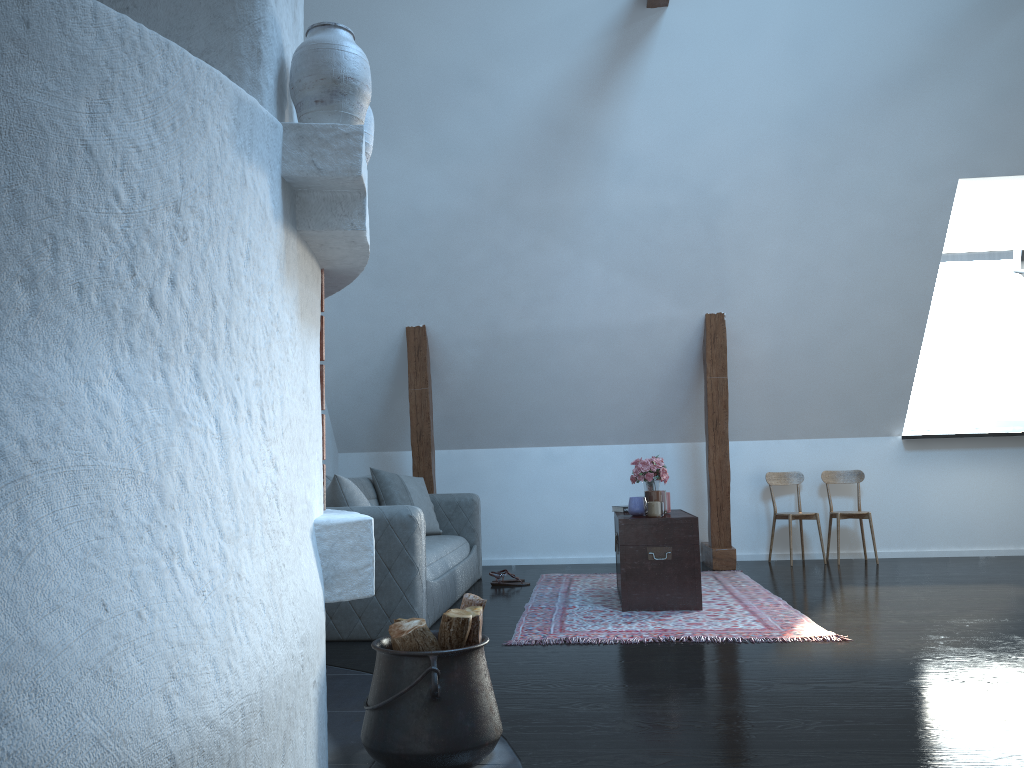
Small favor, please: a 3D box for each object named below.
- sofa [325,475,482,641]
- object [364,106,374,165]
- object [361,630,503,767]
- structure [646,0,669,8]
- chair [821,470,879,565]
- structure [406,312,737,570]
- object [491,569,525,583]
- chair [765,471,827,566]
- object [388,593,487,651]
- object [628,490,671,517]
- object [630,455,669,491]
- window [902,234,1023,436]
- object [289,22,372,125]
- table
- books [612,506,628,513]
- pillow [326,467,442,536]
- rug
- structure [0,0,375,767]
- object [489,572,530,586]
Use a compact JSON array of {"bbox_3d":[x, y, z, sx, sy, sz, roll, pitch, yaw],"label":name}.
[{"bbox_3d":[-0.873,0.932,5.344,1.107,0.770,2.458,-2,-6,5],"label":"sofa"},{"bbox_3d":[-0.466,-0.687,2.489,0.158,0.274,0.158,-7,-8,44],"label":"object"},{"bbox_3d":[-0.221,0.862,2.433,0.384,0.313,0.384,-5,-7,31],"label":"object"},{"bbox_3d":[3.204,-2.912,1.939,15.910,3.562,10.230,-3,-6,10],"label":"structure"},{"bbox_3d":[2.574,1.008,6.769,0.329,0.696,0.342,-2,-6,6],"label":"chair"},{"bbox_3d":[5.395,0.286,6.556,12.350,1.963,1.023,-2,-6,5],"label":"structure"},{"bbox_3d":[-0.033,1.321,6.108,0.277,0.090,0.101,3,-7,-38],"label":"object"},{"bbox_3d":[2.174,1.024,6.823,0.329,0.696,0.342,0,-6,-12],"label":"chair"},{"bbox_3d":[-0.206,0.778,2.427,0.270,0.370,0.240,-2,-6,4],"label":"object"},{"bbox_3d":[0.785,0.687,5.106,0.215,0.138,0.413,-3,-6,16],"label":"object"},{"bbox_3d":[0.845,0.612,5.465,0.235,0.351,0.234,2,-7,-35],"label":"object"},{"bbox_3d":[5.278,-2.041,4.354,8.018,4.249,5.959,-2,-6,5],"label":"window"},{"bbox_3d":[-0.456,-0.732,2.230,0.203,0.314,0.203,0,-6,-11],"label":"object"},{"bbox_3d":[0.840,1.004,5.187,0.471,0.492,0.962,-2,-6,5],"label":"table"},{"bbox_3d":[0.776,0.784,5.584,0.243,0.034,0.179,0,-6,-17],"label":"books"},{"bbox_3d":[-0.780,0.755,5.373,0.444,0.515,2.075,-2,-6,5],"label":"pillow"},{"bbox_3d":[0.823,1.240,5.136,1.512,0.029,2.647,-2,-6,5],"label":"rug"},{"bbox_3d":[-1.858,-1.303,2.305,3.049,4.752,3.058,-3,-6,13],"label":"structure"},{"bbox_3d":[-0.014,1.305,5.949,0.277,0.090,0.101,-1,-6,-7],"label":"object"}]
